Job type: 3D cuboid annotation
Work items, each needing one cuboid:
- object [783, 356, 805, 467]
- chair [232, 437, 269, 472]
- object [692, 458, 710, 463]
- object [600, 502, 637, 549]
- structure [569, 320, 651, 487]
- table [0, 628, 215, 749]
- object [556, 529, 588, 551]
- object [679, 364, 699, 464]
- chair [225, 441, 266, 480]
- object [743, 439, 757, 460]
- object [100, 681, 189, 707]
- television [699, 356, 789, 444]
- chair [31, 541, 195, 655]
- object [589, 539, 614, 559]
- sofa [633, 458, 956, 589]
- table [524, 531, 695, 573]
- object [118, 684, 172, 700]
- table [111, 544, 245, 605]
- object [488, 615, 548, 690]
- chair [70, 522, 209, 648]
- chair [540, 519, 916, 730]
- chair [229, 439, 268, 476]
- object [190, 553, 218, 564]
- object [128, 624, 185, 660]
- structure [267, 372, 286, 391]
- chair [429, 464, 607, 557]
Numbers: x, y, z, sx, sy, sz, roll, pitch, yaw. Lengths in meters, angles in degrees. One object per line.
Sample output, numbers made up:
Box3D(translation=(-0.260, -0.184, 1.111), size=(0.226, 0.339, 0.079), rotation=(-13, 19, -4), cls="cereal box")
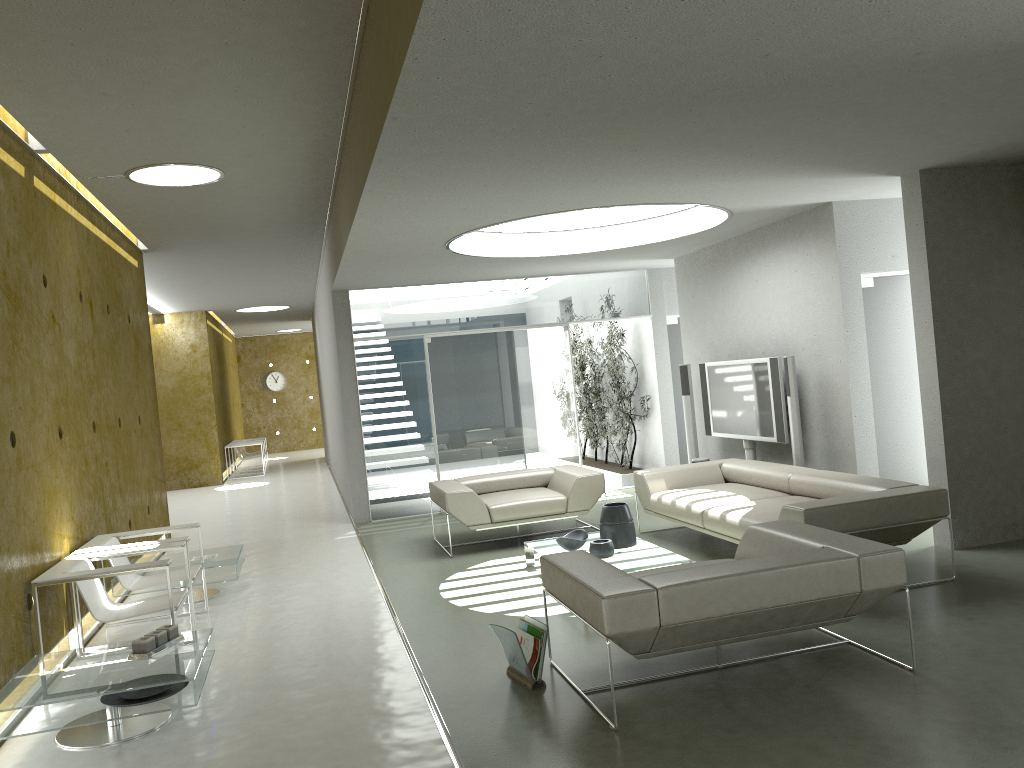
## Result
Box3D(translation=(2.442, 0.491, 7.593), size=(0.310, 1.469, 0.310), rotation=(-6, 1, -37), cls="object")
Box3D(translation=(-5.821, 1.569, 19.732), size=(0.710, 0.667, 0.800), rotation=(-6, 1, -14), cls="chair")
Box3D(translation=(2.012, 1.021, 9.385), size=(0.175, 0.461, 0.185), rotation=(-6, 1, -19), cls="object")
Box3D(translation=(0.777, 1.045, 6.569), size=(0.265, 0.309, 0.265), rotation=(-6, 1, -31), cls="object")
Box3D(translation=(1.119, 0.004, 12.762), size=(0.646, 2.589, 3.371), rotation=(-6, 1, -14), cls="structure")
Box3D(translation=(-1.978, 1.542, 4.385), size=(0.900, 0.300, 0.900), rotation=(-6, 1, -14), cls="table")
Box3D(translation=(0.450, 1.170, 6.592), size=(0.223, 0.125, 0.317), rotation=(-5, 1, 23), cls="object")
Box3D(translation=(1.982, 0.513, 9.785), size=(0.310, 1.469, 0.310), rotation=(-5, 1, 13), cls="object")
Box3D(translation=(-5.420, 1.548, 18.067), size=(0.710, 0.667, 0.800), rotation=(-6, 1, -14), cls="chair")
Box3D(translation=(2.292, 0.887, 8.675), size=(0.323, 0.689, 0.882), rotation=(-6, 1, -14), cls="object")
Box3D(translation=(-1.755, 1.478, 4.249), size=(0.394, 0.027, 0.394), rotation=(-6, 1, -30), cls="object")
Box3D(translation=(2.273, 0.151, 8.680), size=(0.127, 0.781, 1.603), rotation=(-6, 1, -14), cls="television")
Box3D(translation=(-2.345, 1.383, 5.319), size=(0.710, 0.667, 0.800), rotation=(-6, 1, -14), cls="chair")
Box3D(translation=(0.631, 1.162, 6.240), size=(0.177, 0.113, 0.177), rotation=(-6, 1, -33), cls="object")
Box3D(translation=(1.919, 0.994, 6.753), size=(1.037, 0.585, 2.791), rotation=(-6, 1, -14), cls="sofa")
Box3D(translation=(0.662, 1.314, 6.450), size=(0.790, 0.200, 1.500), rotation=(-6, 1, -14), cls="table")
Box3D(translation=(-1.756, 1.475, 4.249), size=(0.239, 0.027, 0.239), rotation=(-6, 1, 3), cls="object")
Box3D(translation=(-2.645, 1.577, 7.154), size=(0.900, 0.300, 0.900), rotation=(-6, 1, -14), cls="table")
Box3D(translation=(0.042, 1.351, 4.473), size=(0.216, 0.288, 0.329), rotation=(-6, 1, -24), cls="object")
Box3D(translation=(-2.546, 1.394, 6.151), size=(0.710, 0.667, 0.800), rotation=(-6, 1, -14), cls="chair")
Box3D(translation=(1.000, 1.111, 4.396), size=(1.481, 0.583, 1.039), rotation=(-6, 1, -14), cls="chair")
Box3D(translation=(-5.621, 1.558, 18.899), size=(0.710, 0.667, 0.800), rotation=(-6, 1, -14), cls="chair")
Box3D(translation=(-2.453, 1.395, 7.069), size=(0.197, 0.029, 0.189), rotation=(-6, 1, -14), cls="object")
Box3D(translation=(-1.845, 1.327, 4.597), size=(0.118, 0.097, 0.326), rotation=(-5, 1, 11), cls="object")
Box3D(translation=(-6.531, -0.068, 24.592), size=(0.547, 0.539, 0.016), rotation=(-6, 1, -14), cls="structure")
Box3D(translation=(0.039, 1.162, 8.380), size=(1.481, 0.583, 1.039), rotation=(-6, 1, -14), cls="chair")
